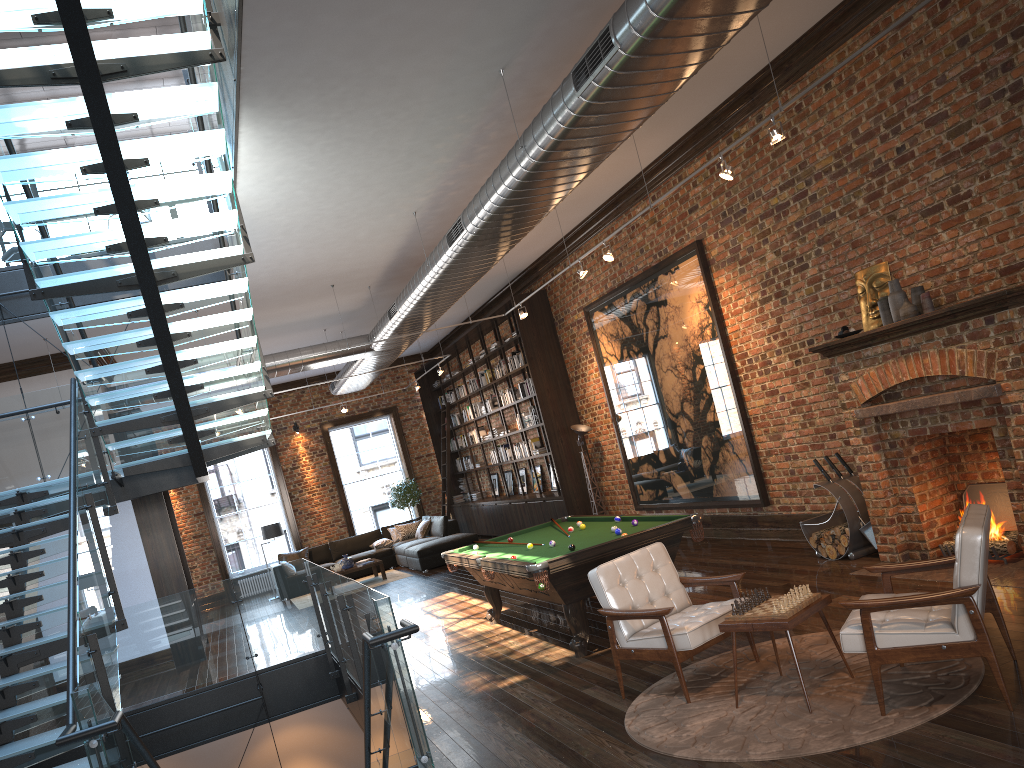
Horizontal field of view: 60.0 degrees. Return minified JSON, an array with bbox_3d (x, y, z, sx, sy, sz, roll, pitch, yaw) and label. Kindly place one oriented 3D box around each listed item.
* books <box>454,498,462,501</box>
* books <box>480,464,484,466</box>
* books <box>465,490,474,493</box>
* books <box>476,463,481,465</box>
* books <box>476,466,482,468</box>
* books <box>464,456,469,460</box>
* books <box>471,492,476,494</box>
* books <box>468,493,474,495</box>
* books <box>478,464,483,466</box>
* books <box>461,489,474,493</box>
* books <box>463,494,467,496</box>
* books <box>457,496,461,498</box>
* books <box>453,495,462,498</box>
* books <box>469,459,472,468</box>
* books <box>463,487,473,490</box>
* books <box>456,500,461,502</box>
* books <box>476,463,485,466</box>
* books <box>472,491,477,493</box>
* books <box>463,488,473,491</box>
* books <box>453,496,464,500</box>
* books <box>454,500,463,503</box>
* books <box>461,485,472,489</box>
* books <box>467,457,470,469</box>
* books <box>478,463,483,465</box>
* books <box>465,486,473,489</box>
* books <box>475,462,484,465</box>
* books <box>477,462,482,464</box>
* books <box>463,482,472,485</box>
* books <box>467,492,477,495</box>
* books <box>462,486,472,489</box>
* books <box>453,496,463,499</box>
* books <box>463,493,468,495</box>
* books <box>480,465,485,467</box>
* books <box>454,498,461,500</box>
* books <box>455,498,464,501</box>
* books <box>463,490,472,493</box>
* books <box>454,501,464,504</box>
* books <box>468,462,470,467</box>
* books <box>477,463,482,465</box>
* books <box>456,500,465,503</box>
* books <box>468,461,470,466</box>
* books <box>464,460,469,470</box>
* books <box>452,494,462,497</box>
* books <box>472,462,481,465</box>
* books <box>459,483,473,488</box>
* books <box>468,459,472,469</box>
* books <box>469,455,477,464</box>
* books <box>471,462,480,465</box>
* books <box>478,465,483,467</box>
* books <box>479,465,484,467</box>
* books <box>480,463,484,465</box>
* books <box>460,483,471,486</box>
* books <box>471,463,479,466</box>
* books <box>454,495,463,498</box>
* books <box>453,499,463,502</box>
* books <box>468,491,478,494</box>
[{"bbox_3d":[-1.263,2.690,20.675,0.157,0.011,0.253,-14,-4,-15],"label":"books"},{"bbox_3d":[-0.677,1.770,19.323,0.158,0.005,0.329,-13,-4,-23],"label":"books"},{"bbox_3d":[-1.027,2.518,20.706,0.209,0.019,0.344,-14,-4,-15],"label":"books"},{"bbox_3d":[-0.679,1.731,19.321,0.160,0.005,0.291,-13,-4,-18],"label":"books"},{"bbox_3d":[-0.665,1.795,19.325,0.158,0.005,0.328,-13,-4,-21],"label":"books"},{"bbox_3d":[-0.983,1.787,20.136,0.164,0.304,0.014,-15,1,-18],"label":"books"},{"bbox_3d":[-0.904,2.494,20.276,0.176,0.005,0.260,-13,-4,-25],"label":"books"},{"bbox_3d":[-0.899,2.504,20.277,0.176,0.005,0.258,-14,-4,-15],"label":"books"},{"bbox_3d":[-0.676,1.758,19.320,0.158,0.005,0.328,-13,-4,-22],"label":"books"},{"bbox_3d":[-1.040,2.493,20.703,0.248,0.020,0.320,-13,-4,-19],"label":"books"},{"bbox_3d":[-1.015,2.570,20.706,0.219,0.013,0.344,-14,-4,-16],"label":"books"},{"bbox_3d":[-1.286,2.642,20.671,0.148,0.005,0.321,-13,-4,-20],"label":"books"},{"bbox_3d":[-1.265,2.612,20.680,0.198,0.020,0.213,-14,-4,-15],"label":"books"},{"bbox_3d":[-0.864,1.775,19.860,0.138,0.227,0.030,-14,1,-19],"label":"books"},{"bbox_3d":[-1.036,2.442,20.708,0.206,0.009,0.346,-13,-4,-18],"label":"books"},{"bbox_3d":[-1.246,2.724,20.678,0.169,0.009,0.256,-14,-4,-14],"label":"books"},{"bbox_3d":[-0.681,1.754,19.319,0.160,0.005,0.294,-13,-4,-24],"label":"books"},{"bbox_3d":[-0.896,2.475,20.280,0.175,0.005,0.287,-13,-4,-19],"label":"books"},{"bbox_3d":[-1.028,2.462,20.710,0.182,0.034,0.272,-14,-4,-14],"label":"books"},{"bbox_3d":[-1.252,2.658,20.681,0.203,0.015,0.267,-13,-4,-21],"label":"books"},{"bbox_3d":[-1.233,2.732,20.682,0.200,0.012,0.246,-14,-4,-16],"label":"books"},{"bbox_3d":[-1.061,2.402,20.698,0.237,0.015,0.251,-13,-4,-17],"label":"books"},{"bbox_3d":[-0.915,1.769,20.002,0.158,0.285,0.014,-15,1,-18],"label":"books"},{"bbox_3d":[-0.674,1.741,19.322,0.160,0.005,0.291,-13,-4,-19],"label":"books"},{"bbox_3d":[-1.054,2.426,20.699,0.219,0.006,0.353,-14,-4,-15],"label":"books"},{"bbox_3d":[-0.689,1.728,19.318,0.159,0.005,0.329,-14,-4,-15],"label":"books"},{"bbox_3d":[-0.799,1.772,19.652,0.158,0.007,0.330,-13,-4,-24],"label":"books"},{"bbox_3d":[-1.054,2.323,20.706,0.171,0.011,0.328,-14,-4,-16],"label":"books"},{"bbox_3d":[-0.898,2.498,20.277,0.174,0.005,0.289,-13,-4,-22],"label":"books"},{"bbox_3d":[-1.045,2.413,20.703,0.208,0.015,0.309,-13,-4,-21],"label":"books"},{"bbox_3d":[-1.265,2.647,20.677,0.184,0.013,0.274,-13,-4,-17],"label":"books"},{"bbox_3d":[-1.009,2.546,20.710,0.206,0.014,0.346,-13,-4,-20],"label":"books"},{"bbox_3d":[-0.665,1.789,19.325,0.160,0.005,0.291,-13,-4,-20],"label":"books"},{"bbox_3d":[-1.275,2.679,20.672,0.153,0.015,0.195,-13,-4,-18],"label":"books"},{"bbox_3d":[-1.244,2.701,20.680,0.199,0.019,0.257,-13,-4,-17],"label":"books"},{"bbox_3d":[-1.043,2.508,20.702,0.244,0.008,0.310,-13,-4,-22],"label":"books"},{"bbox_3d":[-1.228,2.756,20.681,0.206,0.013,0.282,-13,-4,-18],"label":"books"},{"bbox_3d":[-0.895,1.806,19.970,0.159,0.198,0.028,-14,1,-19],"label":"books"},{"bbox_3d":[-0.675,1.736,19.322,0.158,0.005,0.326,-13,-4,-19],"label":"books"},{"bbox_3d":[-1.225,2.743,20.683,0.209,0.011,0.274,-13,-4,-22],"label":"books"},{"bbox_3d":[-0.886,1.808,19.927,0.147,0.184,0.060,-14,0,-19],"label":"books"},{"bbox_3d":[-0.953,1.807,20.015,0.211,0.233,0.019,-14,1,-18],"label":"books"},{"bbox_3d":[-1.277,2.601,20.677,0.183,0.008,0.307,-13,-4,-17],"label":"books"},{"bbox_3d":[-0.792,1.763,19.654,0.160,0.007,0.291,-13,-4,-18],"label":"books"},{"bbox_3d":[-1.076,2.368,20.696,0.259,0.028,0.318,-13,-4,-19],"label":"books"},{"bbox_3d":[-0.881,1.779,19.884,0.163,0.232,0.026,-14,1,-18],"label":"books"},{"bbox_3d":[-0.861,1.744,19.832,0.128,0.282,0.030,-15,1,-19],"label":"books"},{"bbox_3d":[-0.794,1.756,19.654,0.158,0.007,0.327,-13,-4,-18],"label":"books"},{"bbox_3d":[-0.667,1.779,19.325,0.158,0.005,0.327,-13,-4,-20],"label":"books"},{"bbox_3d":[-0.666,1.784,19.325,0.158,0.005,0.327,-13,-4,-18],"label":"books"},{"bbox_3d":[-0.673,1.746,19.322,0.160,0.005,0.291,-13,-4,-19],"label":"books"},{"bbox_3d":[-1.081,2.345,20.696,0.239,0.019,0.230,-13,-4,-24],"label":"books"},{"bbox_3d":[-0.789,1.776,19.655,0.160,0.007,0.291,-13,-4,-18],"label":"books"},{"bbox_3d":[-1.260,2.627,20.680,0.199,0.012,0.220,-14,-4,-15],"label":"books"},{"bbox_3d":[-1.259,2.719,20.674,0.169,0.008,0.262,-13,-4,-19],"label":"books"},{"bbox_3d":[-0.896,2.481,20.280,0.176,0.005,0.256,-13,-4,-19],"label":"books"}]
